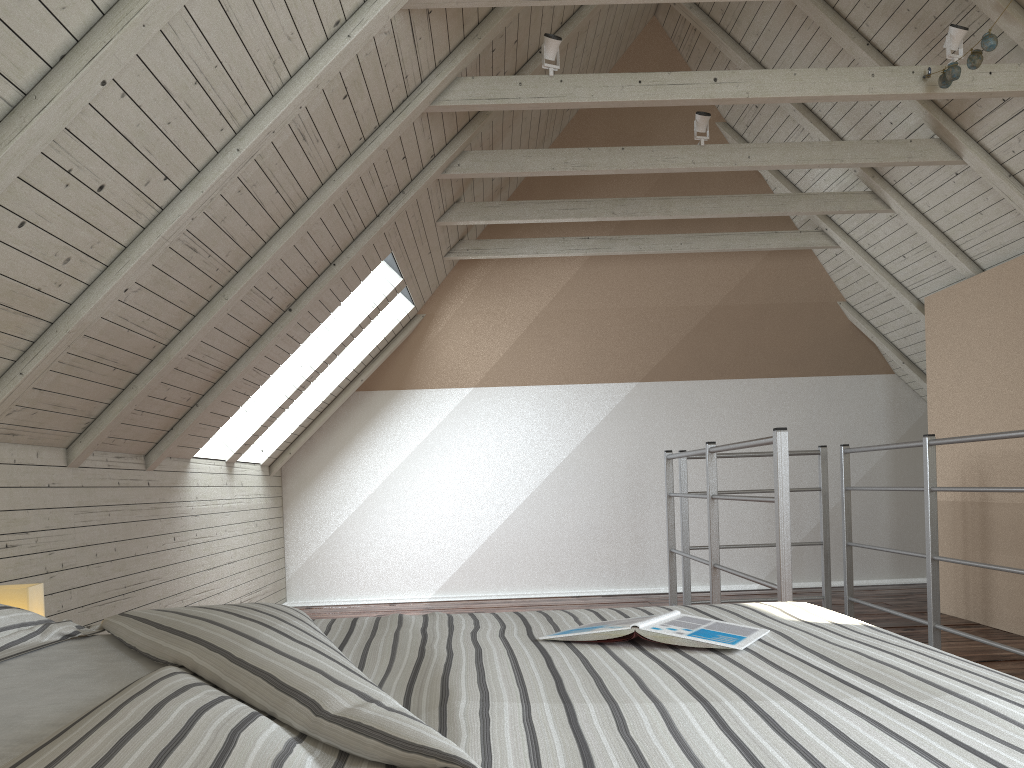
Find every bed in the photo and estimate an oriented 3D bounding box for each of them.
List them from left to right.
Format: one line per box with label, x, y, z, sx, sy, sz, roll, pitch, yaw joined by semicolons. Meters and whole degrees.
bed;-0.299;0.463;0.987;1.877;0.703;1.882;-2;-6;-1

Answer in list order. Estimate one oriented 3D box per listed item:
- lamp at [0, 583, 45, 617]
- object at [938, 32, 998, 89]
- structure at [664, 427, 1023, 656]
lamp;-1.011;0.537;1.789;0.090;0.252;0.090;-2;0;-11
object;1.290;-0.915;2.502;0.059;0.066;0.285;-2;-6;-3
structure;1.141;0.699;3.247;0.836;0.993;1.647;-2;-5;-1
